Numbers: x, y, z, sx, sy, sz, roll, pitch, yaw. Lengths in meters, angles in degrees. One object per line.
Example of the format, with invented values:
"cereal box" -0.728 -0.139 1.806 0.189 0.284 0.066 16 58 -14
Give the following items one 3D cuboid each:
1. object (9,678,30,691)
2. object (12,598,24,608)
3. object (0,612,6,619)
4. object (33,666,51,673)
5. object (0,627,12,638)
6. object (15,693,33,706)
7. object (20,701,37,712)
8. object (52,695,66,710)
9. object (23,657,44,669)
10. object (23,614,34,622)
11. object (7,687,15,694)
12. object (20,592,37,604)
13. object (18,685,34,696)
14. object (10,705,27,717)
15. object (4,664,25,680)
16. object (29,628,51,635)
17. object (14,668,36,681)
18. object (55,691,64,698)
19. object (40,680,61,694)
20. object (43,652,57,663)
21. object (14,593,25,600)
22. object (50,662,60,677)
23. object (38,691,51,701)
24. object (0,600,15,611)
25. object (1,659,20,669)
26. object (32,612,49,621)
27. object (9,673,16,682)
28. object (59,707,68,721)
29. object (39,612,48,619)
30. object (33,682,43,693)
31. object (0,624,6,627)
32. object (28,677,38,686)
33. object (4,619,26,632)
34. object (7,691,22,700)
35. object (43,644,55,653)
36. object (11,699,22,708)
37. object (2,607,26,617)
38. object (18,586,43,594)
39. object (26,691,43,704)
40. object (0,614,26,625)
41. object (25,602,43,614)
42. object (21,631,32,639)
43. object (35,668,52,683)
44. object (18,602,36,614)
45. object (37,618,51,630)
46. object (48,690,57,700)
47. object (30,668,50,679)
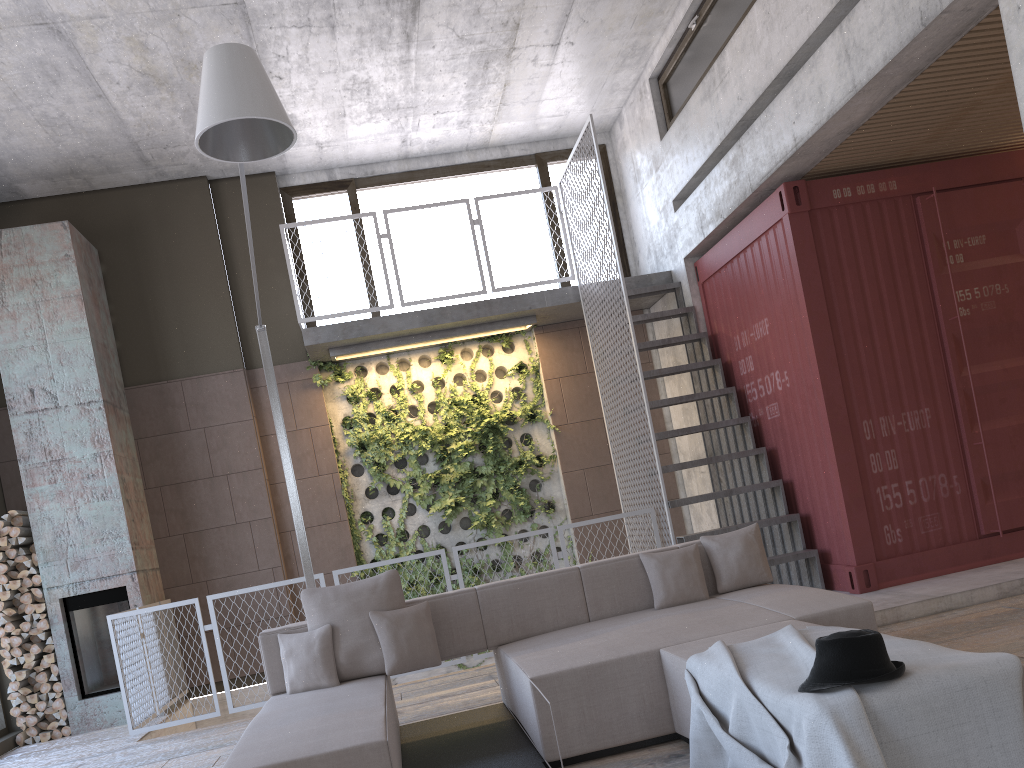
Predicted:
"object" -4.387 2.689 7.917 0.090 0.088 0.461 -10 -8 -8
"object" -4.446 1.989 8.014 0.103 0.101 0.296 -10 -7 -9
"object" -4.556 2.082 7.912 0.121 0.067 0.369 -10 -8 -11
"object" -4.210 2.554 7.926 0.088 0.056 0.337 -10 -8 -9
"object" -4.539 2.226 7.940 0.091 0.091 0.443 -10 -8 -9
"object" -4.328 2.797 7.852 0.071 0.072 0.428 -10 -8 -9
"object" -4.324 2.884 7.957 0.090 0.088 0.461 -10 -8 -9
"object" -4.025 2.849 7.874 0.100 0.102 0.297 -10 -7 -11
"object" -4.283 2.515 7.934 0.114 0.079 0.441 -10 -8 -10
"object" -4.312 2.111 7.962 0.067 0.066 0.428 -10 -8 -9
"object" -4.445 2.723 7.938 0.067 0.070 0.429 -10 -8 -9
"object" -4.323 1.921 7.896 0.098 0.106 0.298 -10 -7 -10
"object" -4.332 2.758 7.964 0.114 0.079 0.441 -10 -8 -9
"object" -4.402 2.927 7.940 0.091 0.091 0.443 -10 -8 -9
"object" -4.485 2.606 7.957 0.070 0.117 0.369 -11 -8 -10
"object" -4.247 2.224 7.952 0.121 0.067 0.368 -10 -8 -8
"object" -4.330 2.594 7.901 0.093 0.083 0.486 -10 -8 -10
"object" -4.032 2.774 7.874 0.062 0.047 0.254 -10 -8 -11
"object" -4.155 2.728 7.974 0.092 0.092 0.443 -10 -8 -9
"object" -4.116 2.466 7.978 0.093 0.083 0.486 -10 -8 -9
"object" -4.401 1.907 7.943 0.064 0.074 0.364 -11 -8 -8
"object" -4.070 2.566 7.947 0.063 0.124 0.369 -11 -7 -8
"object" -4.175 2.812 7.962 0.067 0.066 0.428 -10 -8 -9
"object" -4.524 1.988 7.917 0.090 0.088 0.461 -10 -8 -8
"object" -4.490 2.503 7.948 0.079 0.106 0.443 -11 -8 -10
"object" -4.233 2.096 7.973 0.067 0.066 0.428 -10 -8 -9
"object" -4.402 2.617 7.893 0.067 0.066 0.429 -10 -8 -11
"object" -3.993 2.959 7.947 0.063 0.124 0.369 -11 -7 -8
"object" -4.169 2.074 7.874 0.062 0.047 0.254 -10 -8 -11
"object" -4.237 2.731 7.989 0.101 0.086 0.368 -10 -8 -9
"object" -4.529 2.154 7.926 0.066 0.084 0.431 -11 -8 -7
"object" -4.310 2.690 8.014 0.103 0.101 0.296 -10 -7 -9
"object" -4.461 2.184 7.956 0.090 0.088 0.461 -10 -8 -9
"object" -4.419 2.783 7.913 0.121 0.067 0.369 -10 -8 -11
"object" -4.142 2.393 8.001 0.114 0.079 0.441 -10 -8 -10
"object" -4.392 2.854 7.926 0.066 0.084 0.431 -11 -8 -7
"object" -4.469 2.058 7.963 0.114 0.079 0.441 -10 -8 -9
"object" -4.346 1.854 7.926 0.088 0.056 0.337 -10 -8 -9
"object" -4.250 2.814 7.950 0.093 0.083 0.486 -10 -8 -9
"object" -4.465 2.097 7.852 0.071 0.072 0.428 -10 -8 -9
"object" -4.292 2.028 7.974 0.092 0.092 0.443 -10 -8 -9
"object" -4.343 2.255 7.942 0.064 0.074 0.365 -10 -8 -11
"object" -4.186 2.622 7.897 0.098 0.106 0.298 -10 -7 -10
"object" -4.374 2.030 7.988 0.101 0.086 0.368 -10 -8 -9
"object" -4.162 2.148 7.874 0.100 0.102 0.297 -10 -7 -11
"object" -4.097 2.796 7.974 0.067 0.066 0.428 -10 -8 -9
"object" -4.265 2.607 7.943 0.064 0.074 0.364 -11 -8 -8
